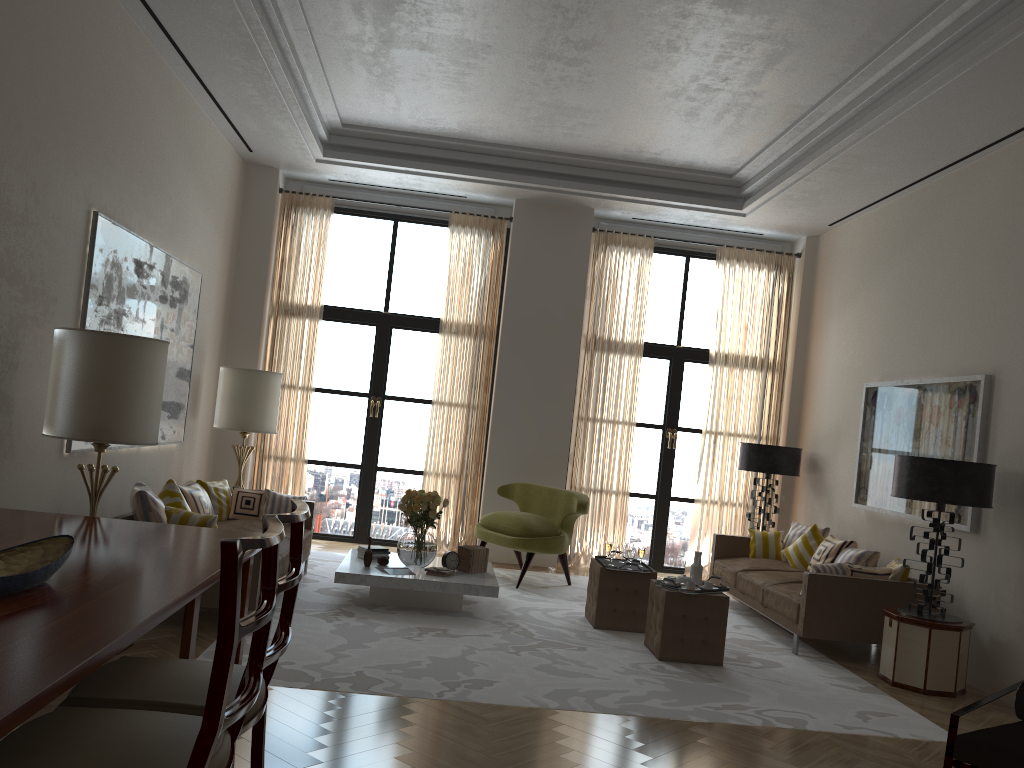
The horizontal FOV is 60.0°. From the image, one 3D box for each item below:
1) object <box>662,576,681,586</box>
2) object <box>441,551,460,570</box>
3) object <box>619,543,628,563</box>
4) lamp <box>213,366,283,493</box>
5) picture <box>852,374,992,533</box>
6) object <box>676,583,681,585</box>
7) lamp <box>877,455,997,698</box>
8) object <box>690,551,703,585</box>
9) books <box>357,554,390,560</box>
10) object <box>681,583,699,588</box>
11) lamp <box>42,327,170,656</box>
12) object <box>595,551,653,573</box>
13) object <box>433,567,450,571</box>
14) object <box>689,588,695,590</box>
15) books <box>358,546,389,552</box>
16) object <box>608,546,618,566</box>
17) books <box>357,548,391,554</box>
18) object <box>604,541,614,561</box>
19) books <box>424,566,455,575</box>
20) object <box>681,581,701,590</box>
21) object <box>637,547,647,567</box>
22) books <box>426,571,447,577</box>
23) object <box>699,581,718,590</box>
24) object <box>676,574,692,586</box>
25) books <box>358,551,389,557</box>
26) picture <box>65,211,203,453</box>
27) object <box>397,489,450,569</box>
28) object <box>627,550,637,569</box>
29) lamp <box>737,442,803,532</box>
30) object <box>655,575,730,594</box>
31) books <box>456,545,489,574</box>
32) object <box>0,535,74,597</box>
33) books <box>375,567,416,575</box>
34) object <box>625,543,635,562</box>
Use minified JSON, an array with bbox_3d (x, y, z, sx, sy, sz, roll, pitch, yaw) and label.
[{"bbox_3d":[1.443,1.776,8.005,0.176,0.067,0.176,7,-3,-29],"label":"object"},{"bbox_3d":[-0.636,1.837,9.200,0.205,0.209,0.082,8,-2,-43],"label":"object"},{"bbox_3d":[1.146,1.758,9.196,0.098,0.191,0.098,6,-1,-5],"label":"object"},{"bbox_3d":[-3.372,0.945,11.058,0.769,2.253,0.766,7,-2,-41],"label":"lamp"},{"bbox_3d":[4.261,0.689,9.396,0.080,1.479,2.268,6,-2,-6],"label":"picture"},{"bbox_3d":[1.482,1.797,7.953,0.052,0.027,0.080,4,-3,43],"label":"object"},{"bbox_3d":[3.766,1.680,7.917,0.830,2.017,0.830,6,-1,-4],"label":"lamp"},{"bbox_3d":[1.714,1.710,8.235,0.113,0.305,0.126,5,-1,33],"label":"object"},{"bbox_3d":[-1.481,1.840,9.467,0.281,0.035,0.207,8,-3,-37],"label":"books"},{"bbox_3d":[1.601,1.813,7.990,0.186,0.026,0.041,6,-2,4],"label":"object"},{"bbox_3d":[-3.010,0.766,6.410,0.769,2.253,0.767,7,-2,-38],"label":"lamp"},{"bbox_3d":[1.135,1.809,9.050,0.491,0.092,0.802,6,-3,-4],"label":"object"},{"bbox_3d":[-0.713,1.866,8.963,0.139,0.019,0.137,7,-3,-20],"label":"object"},{"bbox_3d":[1.583,1.813,7.790,0.053,0.025,0.049,6,-2,-3],"label":"object"},{"bbox_3d":[-1.479,1.757,9.461,0.260,0.030,0.206,8,-3,-37],"label":"books"},{"bbox_3d":[1.006,1.729,8.910,0.098,0.191,0.098,6,-1,21],"label":"object"},{"bbox_3d":[-1.477,1.785,9.470,0.281,0.024,0.229,8,-3,-39],"label":"books"},{"bbox_3d":[1.003,1.745,9.258,0.098,0.191,0.098,7,-1,-22],"label":"object"},{"bbox_3d":[-0.727,1.885,8.956,0.255,0.026,0.202,5,-3,21],"label":"books"},{"bbox_3d":[1.594,1.799,7.891,0.176,0.067,0.176,6,-2,-3],"label":"object"},{"bbox_3d":[1.320,1.770,9.060,0.098,0.191,0.098,6,-1,21],"label":"object"},{"bbox_3d":[-0.740,1.907,8.954,0.197,0.024,0.256,5,-3,13],"label":"books"},{"bbox_3d":[1.788,1.829,8.058,0.176,0.067,0.176,6,-2,-5],"label":"object"},{"bbox_3d":[1.577,1.791,8.135,0.176,0.105,0.136,6,-2,-8],"label":"object"},{"bbox_3d":[-1.480,1.809,9.456,0.263,0.024,0.207,8,-4,-41],"label":"books"},{"bbox_3d":[-3.627,-0.368,8.792,0.045,1.997,3.063,6,-2,-4],"label":"picture"},{"bbox_3d":[-0.938,1.510,9.232,0.540,0.821,0.627,6,-2,-9],"label":"object"},{"bbox_3d":[1.176,1.741,8.767,0.098,0.191,0.098,6,-1,-5],"label":"object"},{"bbox_3d":[3.444,1.844,12.135,0.829,2.017,0.830,6,-1,0],"label":"lamp"},{"bbox_3d":[1.642,1.805,8.056,0.722,0.101,0.440,8,-3,-41],"label":"object"},{"bbox_3d":[-0.416,1.840,9.321,0.282,0.264,0.210,8,-2,-44],"label":"books"},{"bbox_3d":[-2.136,0.758,3.616,0.331,0.164,1.084,6,-3,6],"label":"object"},{"bbox_3d":[-1.164,1.851,8.846,0.281,0.038,0.383,8,-3,-32],"label":"books"},{"bbox_3d":[1.229,1.772,9.312,0.098,0.191,0.098,5,-2,43],"label":"object"}]
